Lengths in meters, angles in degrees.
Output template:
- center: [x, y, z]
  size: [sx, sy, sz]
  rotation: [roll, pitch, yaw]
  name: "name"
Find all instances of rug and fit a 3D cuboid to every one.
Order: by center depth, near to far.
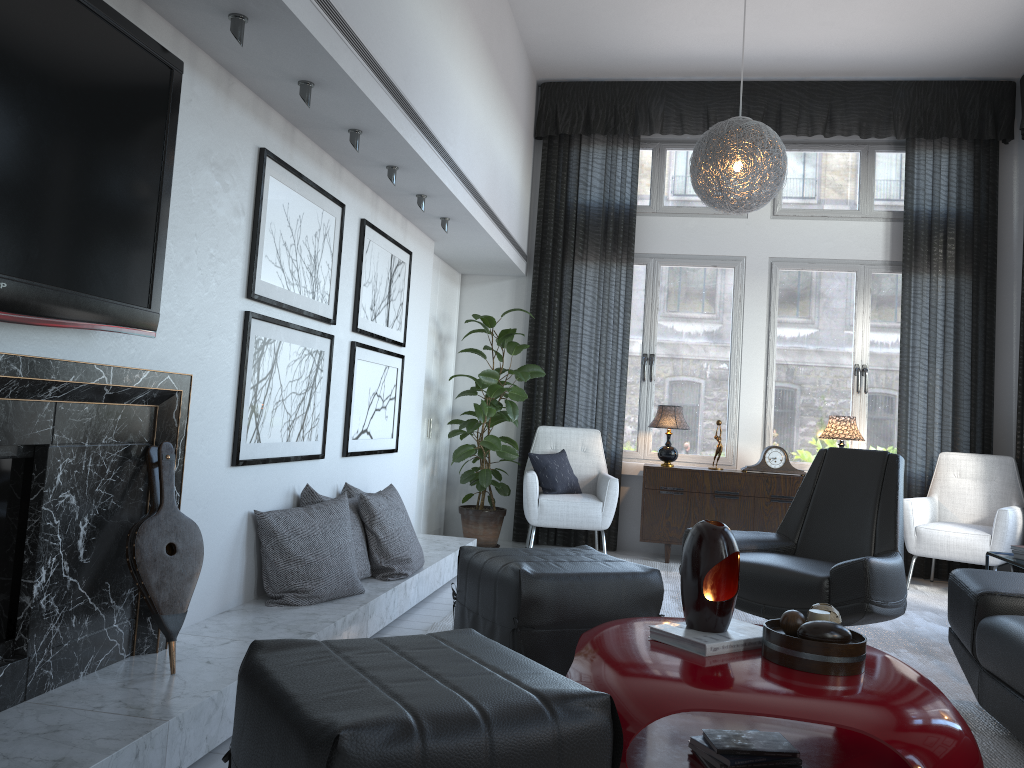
- center: [0.886, 0.973, 1.798]
  size: [2.955, 0.032, 7.747]
  rotation: [3, -2, 10]
  name: "rug"

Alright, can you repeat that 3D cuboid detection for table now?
- center: [0.606, 0.827, 2.280]
  size: [0.942, 0.301, 0.936]
  rotation: [3, -3, 9]
  name: "table"
- center: [2.285, 0.932, 3.499]
  size: [0.593, 0.412, 0.591]
  rotation: [3, -3, 10]
  name: "table"

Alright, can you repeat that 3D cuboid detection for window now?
- center: [2.385, -0.526, 6.022]
  size: [1.268, 2.330, 0.133]
  rotation: [3, -5, 10]
  name: "window"
- center: [0.989, -0.606, 6.264]
  size: [1.268, 2.330, 0.133]
  rotation: [3, -5, 10]
  name: "window"

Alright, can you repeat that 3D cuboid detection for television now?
- center: [-1.043, -0.502, 1.738]
  size: [0.129, 0.754, 1.155]
  rotation: [3, -3, 10]
  name: "television"

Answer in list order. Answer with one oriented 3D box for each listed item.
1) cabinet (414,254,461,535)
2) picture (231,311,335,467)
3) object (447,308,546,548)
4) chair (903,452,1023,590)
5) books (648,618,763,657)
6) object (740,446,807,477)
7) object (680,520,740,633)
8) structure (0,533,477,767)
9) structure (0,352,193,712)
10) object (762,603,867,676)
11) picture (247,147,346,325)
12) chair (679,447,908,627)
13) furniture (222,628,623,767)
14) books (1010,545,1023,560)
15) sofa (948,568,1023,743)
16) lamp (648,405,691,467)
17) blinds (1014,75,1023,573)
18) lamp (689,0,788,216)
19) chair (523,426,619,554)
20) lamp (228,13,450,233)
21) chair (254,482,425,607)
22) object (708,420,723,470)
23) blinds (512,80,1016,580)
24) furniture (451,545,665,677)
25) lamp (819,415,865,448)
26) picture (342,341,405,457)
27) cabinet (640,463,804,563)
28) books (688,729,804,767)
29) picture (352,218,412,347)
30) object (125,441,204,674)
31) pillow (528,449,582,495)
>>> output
- center: [-0.615, 0.104, 5.854]
  size: [0.191, 1.901, 1.168]
  rotation: [3, -4, 10]
  name: "cabinet"
- center: [-0.845, 0.034, 3.359]
  size: [0.020, 0.524, 0.789]
  rotation: [3, -3, 10]
  name: "picture"
- center: [-0.139, 0.280, 5.765]
  size: [0.638, 1.594, 0.935]
  rotation: [7, -5, -35]
  name: "object"
- center: [2.714, 0.828, 5.308]
  size: [0.594, 0.826, 0.611]
  rotation: [1, -5, 40]
  name: "chair"
- center: [0.539, 0.659, 2.322]
  size: [0.306, 0.030, 0.201]
  rotation: [5, -3, -35]
  name: "books"
- center: [1.689, 0.488, 5.699]
  size: [0.406, 0.181, 0.180]
  rotation: [3, -3, 10]
  name: "object"
- center: [0.521, 0.503, 2.340]
  size: [0.152, 0.281, 0.151]
  rotation: [7, -5, -40]
  name: "object"
- center: [-0.998, 0.769, 1.611]
  size: [0.393, 0.135, 7.187]
  rotation: [3, -2, 10]
  name: "structure"
- center: [-1.337, 0.377, 1.713]
  size: [0.521, 0.926, 1.681]
  rotation: [3, -3, 10]
  name: "structure"
- center: [0.745, 0.619, 2.187]
  size: [0.241, 0.133, 0.242]
  rotation: [6, -4, -43]
  name: "object"
- center: [-0.806, -0.531, 3.404]
  size: [0.020, 0.524, 0.789]
  rotation: [3, -3, 10]
  name: "picture"
- center: [1.253, 0.664, 3.639]
  size: [0.802, 0.813, 0.840]
  rotation: [7, -5, -42]
  name: "chair"
- center: [-0.192, 0.719, 1.668]
  size: [0.613, 0.379, 0.598]
  rotation: [5, -3, -31]
  name: "furniture"
- center: [2.204, 0.708, 3.680]
  size: [0.215, 0.050, 0.160]
  rotation: [4, -3, -18]
  name: "books"
- center: [1.817, 0.736, 2.109]
  size: [0.937, 0.618, 1.899]
  rotation: [3, -3, 10]
  name: "sofa"
- center: [1.028, 0.341, 5.811]
  size: [0.280, 0.399, 0.280]
  rotation: [1, -5, 36]
  name: "lamp"
- center: [2.984, -0.441, 4.152]
  size: [0.189, 3.287, 3.202]
  rotation: [3, -4, 10]
  name: "blinds"
- center: [1.237, -1.554, 4.784]
  size: [0.512, 1.310, 0.513]
  rotation: [3, -4, 4]
  name: "lamp"
- center: [0.363, 0.694, 5.730]
  size: [0.594, 0.826, 0.611]
  rotation: [4, -4, 0]
  name: "chair"
- center: [-0.706, -0.942, 2.630]
  size: [0.053, 0.081, 4.241]
  rotation: [3, -2, 10]
  name: "lamp"
- center: [-0.628, 0.625, 3.707]
  size: [0.391, 0.432, 1.332]
  rotation: [3, -3, 10]
  name: "chair"
- center: [1.337, 0.397, 5.782]
  size: [0.096, 0.325, 0.096]
  rotation: [3, -4, 9]
  name: "object"
- center: [1.656, -0.451, 6.005]
  size: [3.213, 3.288, 0.188]
  rotation: [3, -5, 10]
  name: "blinds"
- center: [0.146, 0.801, 3.181]
  size: [0.598, 0.379, 0.613]
  rotation: [5, -3, -26]
  name: "furniture"
- center: [2.092, 0.402, 5.626]
  size: [0.280, 0.399, 0.280]
  rotation: [1, -5, 36]
  name: "lamp"
- center: [-0.670, 0.086, 4.381]
  size: [0.020, 0.524, 0.789]
  rotation: [3, -3, 10]
  name: "picture"
- center: [1.543, 0.878, 5.722]
  size: [1.399, 0.614, 0.385]
  rotation: [3, -4, 10]
  name: "cabinet"
- center: [0.607, 0.945, 2.287]
  size: [0.272, 0.054, 0.204]
  rotation: [4, -3, -14]
  name: "books"
- center: [-0.634, -0.478, 4.426]
  size: [0.020, 0.524, 0.789]
  rotation: [3, -3, 10]
  name: "picture"
- center: [-0.911, 0.445, 2.332]
  size: [0.175, 0.582, 0.196]
  rotation: [4, -4, -10]
  name: "object"
- center: [0.285, 0.572, 5.751]
  size: [0.253, 0.296, 0.356]
  rotation: [1, -4, 36]
  name: "pillow"
